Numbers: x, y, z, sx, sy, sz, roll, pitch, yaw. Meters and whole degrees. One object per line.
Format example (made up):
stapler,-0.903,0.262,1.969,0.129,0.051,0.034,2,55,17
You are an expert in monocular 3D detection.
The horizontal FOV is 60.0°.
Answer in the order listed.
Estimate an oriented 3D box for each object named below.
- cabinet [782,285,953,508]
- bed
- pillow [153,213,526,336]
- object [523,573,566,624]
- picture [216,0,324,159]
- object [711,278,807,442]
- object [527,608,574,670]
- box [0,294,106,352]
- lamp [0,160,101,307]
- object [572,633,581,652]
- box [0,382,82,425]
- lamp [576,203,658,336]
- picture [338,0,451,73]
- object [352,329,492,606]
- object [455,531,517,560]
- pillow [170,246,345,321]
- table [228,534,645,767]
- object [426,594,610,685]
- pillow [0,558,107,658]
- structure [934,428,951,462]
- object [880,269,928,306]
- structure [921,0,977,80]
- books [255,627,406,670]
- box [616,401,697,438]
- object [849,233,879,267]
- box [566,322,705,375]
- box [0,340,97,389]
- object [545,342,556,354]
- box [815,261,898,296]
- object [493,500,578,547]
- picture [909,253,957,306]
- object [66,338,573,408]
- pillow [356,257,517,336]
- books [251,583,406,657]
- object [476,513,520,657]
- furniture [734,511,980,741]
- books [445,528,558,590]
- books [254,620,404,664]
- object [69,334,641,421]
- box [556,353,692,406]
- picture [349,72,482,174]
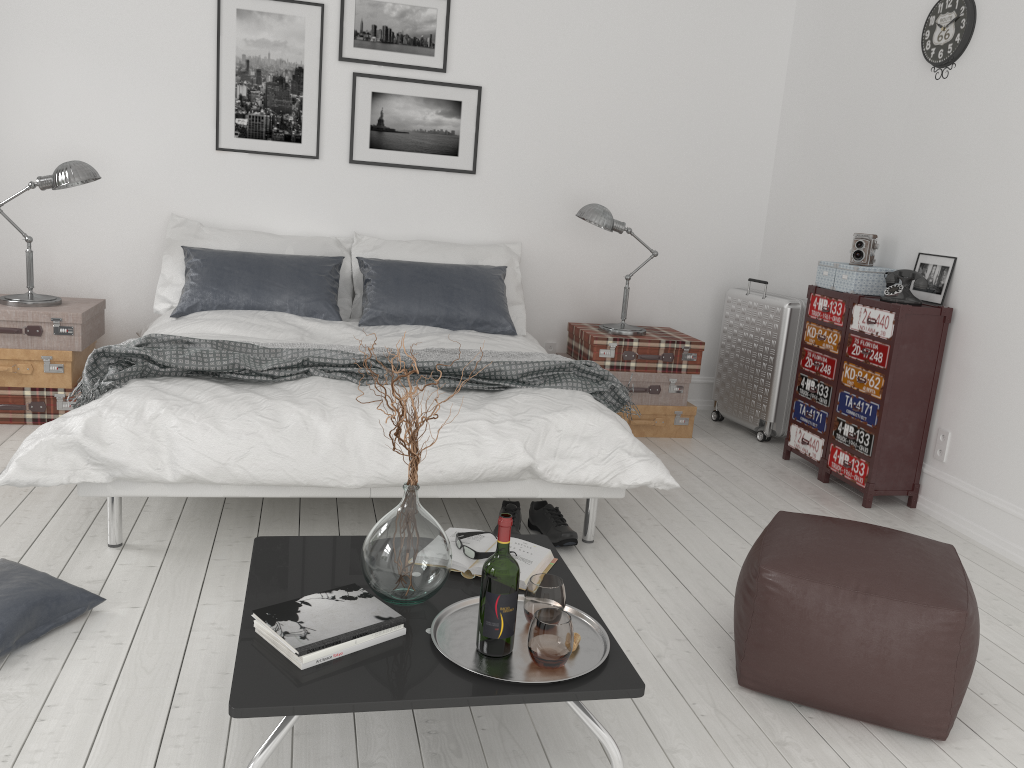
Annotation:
cabinet,1.695,0.033,4.338,0.281,0.942,0.762,2,12,-13
bed,-0.710,-0.089,3.983,2.217,0.926,2.473,2,12,-13
pillow,-0.871,-0.583,4.822,1.965,0.529,0.465,2,12,-14
object,0.074,0.496,2.020,0.095,0.106,0.095,4,12,-2
picture,-1.305,-1.651,4.778,0.545,0.810,0.015,2,12,-13
object,1.450,-0.165,5.236,0.208,0.902,0.647,0,13,-23
object,0.081,0.533,1.852,0.095,0.106,0.095,4,12,-2
box,-2.399,-0.307,4.351,0.647,0.185,0.537,2,12,-13
lamp,-2.241,-0.734,4.286,0.488,0.699,0.269,2,12,-13
object,0.134,0.563,1.933,0.024,0.024,0.046,8,13,16
box,-2.426,0.050,4.433,0.647,0.185,0.537,2,12,-13
lamp,0.570,-0.639,4.942,0.488,0.699,0.269,2,12,-13
picture,-0.642,-1.948,4.859,0.592,0.403,0.015,2,12,-13
object,-0.254,0.187,1.998,0.313,0.666,0.291,14,15,38
object,-0.072,0.423,2.327,0.135,0.030,0.141,-2,14,-28
pillow,-1.278,-0.500,4.529,0.837,0.329,0.405,2,12,-13
table,-0.221,0.665,2.123,0.833,0.313,0.824,2,12,-13
object,-0.075,0.557,2.020,0.622,0.063,0.395,13,15,35
pillow,-1.404,0.594,2.417,0.381,0.121,0.391,8,13,16
structure,1.930,0.275,3.983,0.009,0.140,0.070,2,12,-13
object,1.789,-0.447,4.053,0.181,0.155,0.216,8,13,16
structure,1.968,-1.606,4.020,0.043,0.427,0.330,2,12,-13
books,-0.389,0.529,1.909,0.259,0.014,0.191,-7,17,-43
box,0.666,0.155,5.156,0.647,0.185,0.537,2,12,-13
object,1.725,-0.660,4.353,0.121,0.157,0.117,13,15,35
box,0.696,-0.205,5.083,0.647,0.185,0.537,2,12,-13
box,-2.459,-0.130,4.379,0.647,0.185,0.537,2,12,-13
object,0.234,-0.187,5.472,0.070,0.140,0.009,2,12,-13
box,1.706,-0.524,4.398,0.242,0.131,0.332,2,12,-13
object,0.073,0.525,3.334,0.322,0.127,0.300,2,12,-13
picture,1.920,-0.484,4.070,0.037,0.218,0.254,2,12,-13
object,-0.671,0.084,3.745,2.236,0.500,0.521,3,12,-10
pillow,-0.406,-0.469,4.724,0.842,0.339,0.405,2,12,-13
books,-0.393,0.501,1.907,0.257,0.012,0.207,-6,16,-42
object,-0.025,0.419,1.869,0.081,0.303,0.081,5,12,3
furniture,0.969,0.624,2.520,0.646,0.423,0.646,9,13,20
books,-0.073,0.451,2.337,0.342,0.040,0.231,9,13,18
books,-0.391,0.516,1.904,0.191,0.014,0.254,16,17,43
object,-0.563,0.065,3.375,2.154,0.377,0.536,2,12,-11
box,0.626,-0.027,5.105,0.647,0.185,0.537,2,12,-13
picture,-0.542,-1.461,4.996,0.720,0.486,0.015,2,12,-13
